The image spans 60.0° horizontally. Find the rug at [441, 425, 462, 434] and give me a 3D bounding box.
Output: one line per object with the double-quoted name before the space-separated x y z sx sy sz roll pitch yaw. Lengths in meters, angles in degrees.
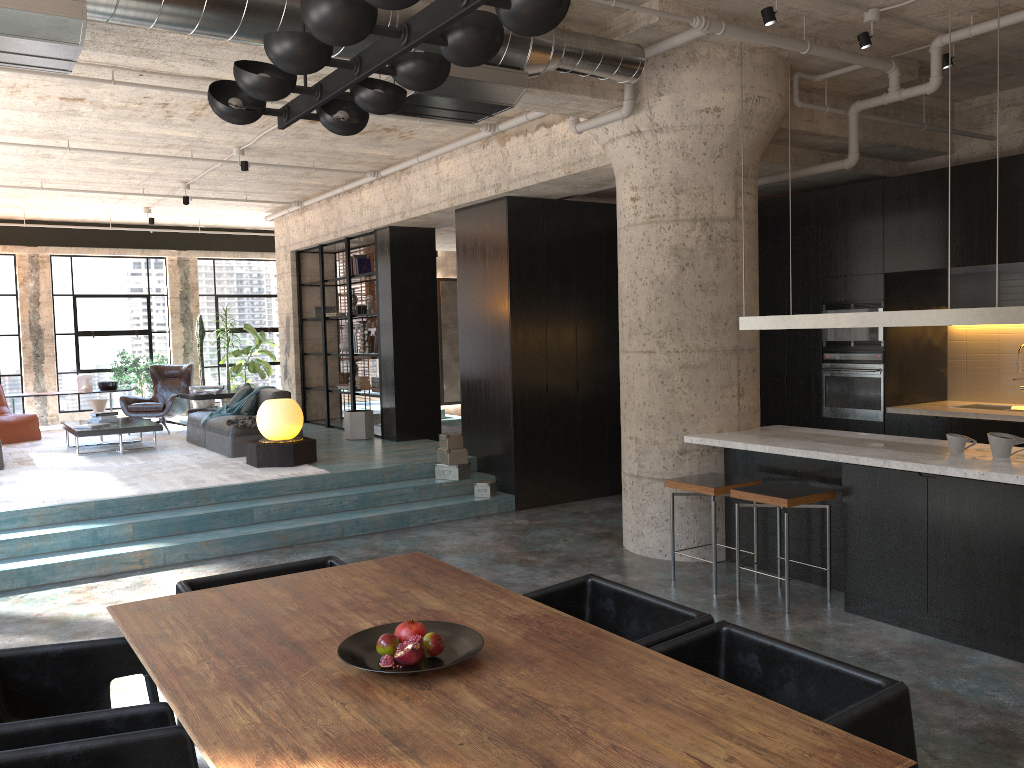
"rug" -0.984 0.811 12.952 0.541 0.377 1.759 -4 4 -33

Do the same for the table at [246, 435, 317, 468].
"table" -2.439 0.683 9.171 0.616 0.230 1.044 -4 4 -33

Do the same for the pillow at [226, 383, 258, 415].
"pillow" -3.253 0.195 10.642 0.320 0.393 0.670 -3 4 -27

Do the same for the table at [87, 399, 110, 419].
"table" -6.393 0.438 13.735 0.331 0.394 0.331 -1 3 6

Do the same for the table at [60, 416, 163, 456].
"table" -4.796 0.621 10.594 0.900 0.309 1.500 -4 4 -33

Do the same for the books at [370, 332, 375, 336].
"books" -1.991 -0.592 12.427 0.147 0.299 0.547 -4 4 -33

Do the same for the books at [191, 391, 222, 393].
"books" -4.028 0.102 11.703 0.318 0.011 0.252 1 4 34

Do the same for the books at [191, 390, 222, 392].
"books" -4.031 0.091 11.710 0.318 0.011 0.252 1 4 39

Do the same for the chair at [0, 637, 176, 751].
"chair" -1.373 1.238 2.717 0.754 0.738 0.707 -3 4 -28

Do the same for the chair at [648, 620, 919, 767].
"chair" 0.712 1.189 2.617 0.754 0.738 0.707 -4 4 -33

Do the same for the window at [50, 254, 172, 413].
"window" -6.560 -0.838 14.619 1.780 2.530 0.081 -4 4 -33

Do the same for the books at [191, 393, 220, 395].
"books" -4.034 0.123 11.698 0.318 0.011 0.252 2 5 44

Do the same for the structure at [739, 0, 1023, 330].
"structure" 2.629 -1.376 4.950 0.538 2.100 3.117 -4 4 -33

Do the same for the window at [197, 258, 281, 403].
"window" -4.678 -0.959 15.837 1.780 2.530 0.081 -4 4 -33

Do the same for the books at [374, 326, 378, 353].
"books" -1.690 -0.580 11.620 0.216 0.354 0.256 -4 4 -33

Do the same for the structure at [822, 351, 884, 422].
"structure" 3.425 -0.003 8.509 0.649 0.651 0.664 -4 4 -33

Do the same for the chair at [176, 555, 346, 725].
"chair" -0.961 1.171 3.682 0.707 0.738 0.754 -4 4 -33

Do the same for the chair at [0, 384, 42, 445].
"chair" -6.831 0.397 11.683 0.920 0.759 0.801 0 4 27

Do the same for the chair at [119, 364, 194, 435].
"chair" -4.912 0.201 12.489 0.820 0.940 0.975 -1 3 7

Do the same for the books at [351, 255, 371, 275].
"books" -2.029 -1.587 11.893 0.221 0.298 0.258 -4 4 -33

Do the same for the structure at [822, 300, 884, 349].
"structure" 3.449 -0.570 8.502 0.612 0.450 0.659 -4 4 -33

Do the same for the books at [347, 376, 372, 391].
"books" -2.101 -0.008 12.243 0.257 0.188 0.306 0 4 22

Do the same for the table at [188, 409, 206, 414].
"table" -4.160 0.514 11.909 0.365 0.340 0.316 0 4 27

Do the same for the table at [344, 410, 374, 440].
"table" -1.907 0.504 11.058 0.365 0.340 0.316 -2 3 -3

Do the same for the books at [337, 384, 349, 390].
"books" -2.292 0.041 12.517 0.231 0.068 0.319 -4 4 -41

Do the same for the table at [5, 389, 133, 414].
"table" -6.844 0.394 13.557 2.004 0.530 0.715 -4 4 -35

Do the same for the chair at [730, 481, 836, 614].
"chair" 1.703 1.009 5.573 0.450 0.698 0.450 -4 4 -33

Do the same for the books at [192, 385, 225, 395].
"books" -3.986 0.080 11.643 0.322 0.109 0.273 -1 3 7

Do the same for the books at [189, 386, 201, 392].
"books" -4.250 0.075 12.059 0.278 0.075 0.320 -3 4 -28

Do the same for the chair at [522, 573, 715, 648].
"chair" 0.320 1.163 3.236 0.754 0.738 0.707 -4 4 -33

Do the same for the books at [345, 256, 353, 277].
"books" -2.161 -1.592 12.102 0.216 0.290 0.231 -4 4 -33

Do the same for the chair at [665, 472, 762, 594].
"chair" 1.367 0.993 6.002 0.450 0.698 0.450 -4 4 -33

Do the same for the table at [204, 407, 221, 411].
"table" -3.722 0.508 11.502 0.420 0.390 0.413 -4 4 -33

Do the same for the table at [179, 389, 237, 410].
"table" -3.989 0.394 12.027 0.800 0.570 0.800 -4 4 -33

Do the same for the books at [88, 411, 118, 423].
"books" -4.945 0.401 10.762 0.322 0.116 0.279 1 4 42

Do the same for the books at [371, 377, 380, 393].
"books" -1.650 0.007 11.708 0.274 0.197 0.393 -4 4 -33

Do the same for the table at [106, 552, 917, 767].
"table" -0.292 1.204 2.643 1.299 0.756 2.410 -4 4 -33

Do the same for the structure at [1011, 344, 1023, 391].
"structure" 4.468 -0.073 7.761 0.269 0.559 0.125 -4 4 -33

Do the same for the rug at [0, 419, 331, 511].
"rug" -5.044 0.769 10.784 2.954 0.032 7.768 -4 4 -33

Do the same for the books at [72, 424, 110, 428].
"books" -4.838 0.483 10.195 0.252 0.011 0.318 -1 3 11

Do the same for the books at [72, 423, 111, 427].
"books" -4.832 0.472 10.200 0.252 0.011 0.318 -1 3 16

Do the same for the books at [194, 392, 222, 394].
"books" -4.025 0.113 11.685 0.318 0.011 0.252 1 4 34

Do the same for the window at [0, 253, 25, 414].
"window" -8.441 -0.718 13.401 1.780 2.530 0.081 -4 4 -33
